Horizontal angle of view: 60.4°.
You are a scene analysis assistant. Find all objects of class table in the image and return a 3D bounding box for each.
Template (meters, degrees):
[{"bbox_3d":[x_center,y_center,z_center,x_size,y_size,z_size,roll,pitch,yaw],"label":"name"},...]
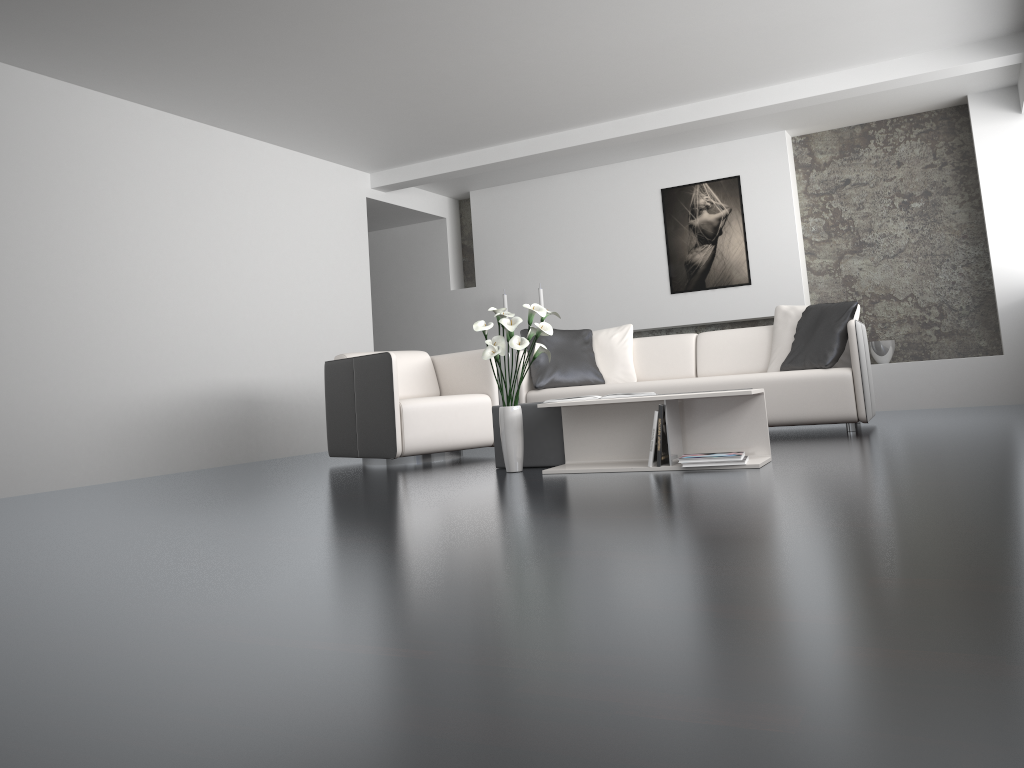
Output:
[{"bbox_3d":[0.536,0.224,4.336,1.251,0.318,0.297,-5,-4,25],"label":"table"},{"bbox_3d":[0.627,0.214,3.944,0.964,0.318,0.297,-5,-4,25],"label":"table"}]

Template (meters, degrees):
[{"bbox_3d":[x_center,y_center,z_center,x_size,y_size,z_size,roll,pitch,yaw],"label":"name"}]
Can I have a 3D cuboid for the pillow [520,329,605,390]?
[{"bbox_3d":[0.370,-0.193,6.271,0.566,0.455,0.274,-3,-5,-18],"label":"pillow"}]

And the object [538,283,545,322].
[{"bbox_3d":[0.319,-0.273,8.404,0.179,1.414,0.179,-8,-8,27],"label":"object"}]

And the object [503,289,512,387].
[{"bbox_3d":[-0.027,-0.245,8.699,0.179,1.414,0.179,-8,-8,27],"label":"object"}]

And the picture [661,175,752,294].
[{"bbox_3d":[1.770,-1.362,8.079,0.741,1.018,0.004,-7,-8,27],"label":"picture"}]

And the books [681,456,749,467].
[{"bbox_3d":[0.867,0.329,3.749,0.262,0.017,0.212,-4,-1,18],"label":"books"}]

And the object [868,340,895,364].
[{"bbox_3d":[3.120,-0.266,7.420,0.214,0.193,0.214,-6,-4,22],"label":"object"}]

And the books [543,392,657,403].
[{"bbox_3d":[0.445,0.064,4.395,0.547,0.017,0.356,-4,0,7],"label":"books"}]

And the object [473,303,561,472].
[{"bbox_3d":[0.046,0.013,4.177,0.377,0.808,0.442,-5,-6,11],"label":"object"}]

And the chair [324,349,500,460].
[{"bbox_3d":[-0.656,0.100,5.601,0.767,0.669,0.910,-1,-4,-38],"label":"chair"}]

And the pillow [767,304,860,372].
[{"bbox_3d":[1.991,-0.299,5.823,0.583,0.514,0.297,-6,-6,31],"label":"pillow"}]

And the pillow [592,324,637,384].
[{"bbox_3d":[0.629,-0.178,6.440,0.583,0.506,0.320,-5,-5,17],"label":"pillow"}]

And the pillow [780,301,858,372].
[{"bbox_3d":[1.955,-0.303,5.552,0.333,0.442,0.545,-3,-3,-17],"label":"pillow"}]

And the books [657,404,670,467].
[{"bbox_3d":[0.682,0.220,3.882,0.050,0.267,0.232,-7,-5,26],"label":"books"}]

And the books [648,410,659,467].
[{"bbox_3d":[0.655,0.234,3.890,0.069,0.241,0.226,-7,-5,26],"label":"books"}]

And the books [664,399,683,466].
[{"bbox_3d":[0.716,0.207,3.887,0.007,0.287,0.204,-8,-6,26],"label":"books"}]

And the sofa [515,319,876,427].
[{"bbox_3d":[1.237,-0.033,6.030,2.228,0.669,0.915,-5,-3,25],"label":"sofa"}]

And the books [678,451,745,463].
[{"bbox_3d":[0.857,0.313,3.775,0.262,0.017,0.226,-4,-1,18],"label":"books"}]
